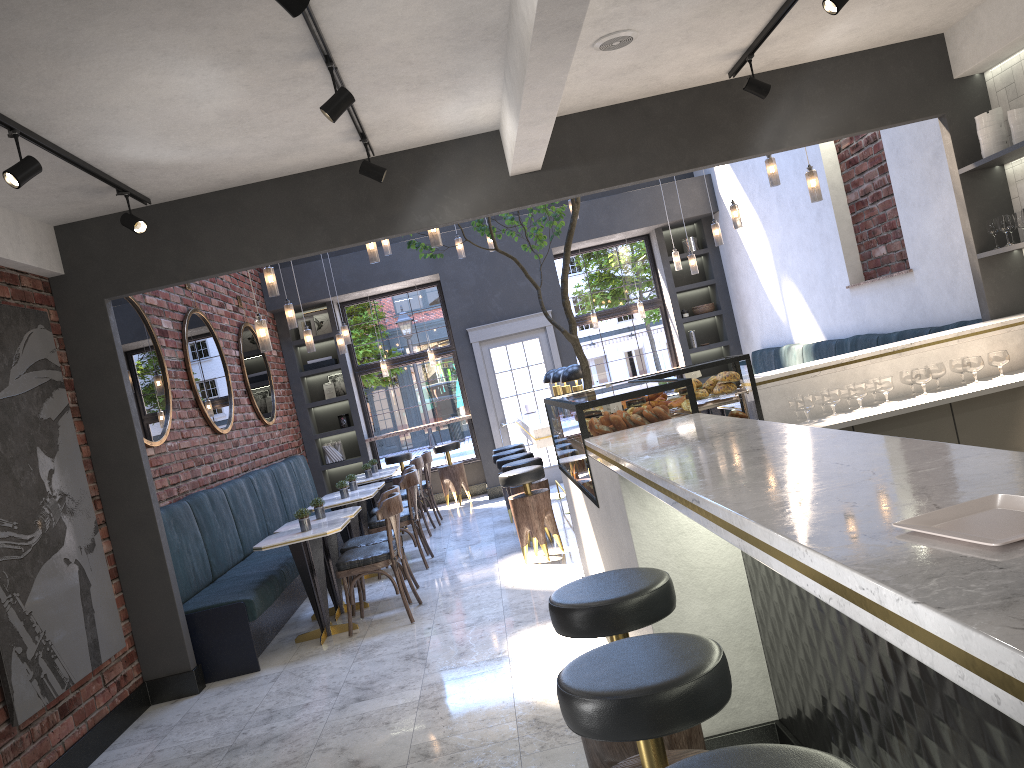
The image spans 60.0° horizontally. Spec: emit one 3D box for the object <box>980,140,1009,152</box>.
[{"bbox_3d":[2.959,-1.451,5.431,0.153,0.074,0.154,-13,0,1],"label":"object"}]

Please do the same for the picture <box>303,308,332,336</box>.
[{"bbox_3d":[-2.635,-0.820,12.108,0.361,0.369,0.055,-13,1,-2],"label":"picture"}]

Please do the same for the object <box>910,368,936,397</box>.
[{"bbox_3d":[2.312,-0.009,4.991,0.114,0.147,0.114,-13,1,2],"label":"object"}]

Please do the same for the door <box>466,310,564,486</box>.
[{"bbox_3d":[0.204,0.249,11.520,1.132,2.219,0.152,-13,1,-2],"label":"door"}]

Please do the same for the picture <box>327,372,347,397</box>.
[{"bbox_3d":[-2.376,0.018,12.133,0.247,0.326,0.044,-13,1,-2],"label":"picture"}]

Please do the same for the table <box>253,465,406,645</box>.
[{"bbox_3d":[0.489,0.956,8.376,4.599,0.751,4.830,-13,0,-2],"label":"table"}]

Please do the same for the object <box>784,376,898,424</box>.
[{"bbox_3d":[1.877,0.090,5.070,0.575,0.147,0.256,-13,0,-2],"label":"object"}]

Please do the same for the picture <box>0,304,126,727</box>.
[{"bbox_3d":[-2.467,0.562,3.821,0.033,2.028,2.821,-13,1,-2],"label":"picture"}]

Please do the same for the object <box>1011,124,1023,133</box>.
[{"bbox_3d":[3.023,-1.495,5.213,0.153,0.062,0.153,-13,0,27],"label":"object"}]

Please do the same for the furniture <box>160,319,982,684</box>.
[{"bbox_3d":[0.445,0.761,8.418,6.021,1.151,5.340,-13,0,-2],"label":"furniture"}]

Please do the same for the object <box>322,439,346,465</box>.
[{"bbox_3d":[-2.403,0.896,11.940,0.250,0.323,0.241,-13,1,-2],"label":"object"}]

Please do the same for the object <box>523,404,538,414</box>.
[{"bbox_3d":[0.193,0.273,9.827,0.176,0.098,0.204,-13,0,3],"label":"object"}]

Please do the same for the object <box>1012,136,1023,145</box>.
[{"bbox_3d":[3.034,-1.430,5.217,0.153,0.055,0.153,-13,1,-40],"label":"object"}]

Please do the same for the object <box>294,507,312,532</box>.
[{"bbox_3d":[-1.453,0.944,6.187,0.118,0.165,0.123,-13,1,-24],"label":"object"}]

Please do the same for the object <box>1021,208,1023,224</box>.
[{"bbox_3d":[3.042,-0.943,5.211,0.070,0.188,0.070,-13,1,-11],"label":"object"}]

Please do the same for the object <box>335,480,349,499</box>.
[{"bbox_3d":[-1.524,0.949,8.007,0.118,0.165,0.123,-13,1,-24],"label":"object"}]

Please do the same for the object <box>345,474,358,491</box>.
[{"bbox_3d":[-1.547,0.951,8.588,0.118,0.165,0.123,-13,1,-24],"label":"object"}]

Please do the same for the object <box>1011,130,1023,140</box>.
[{"bbox_3d":[3.029,-1.465,5.214,0.153,0.074,0.154,-13,0,1],"label":"object"}]

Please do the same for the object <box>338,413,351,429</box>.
[{"bbox_3d":[-2.254,0.499,11.929,0.152,0.181,0.152,-12,1,36],"label":"object"}]

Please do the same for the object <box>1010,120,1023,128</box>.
[{"bbox_3d":[3.013,-1.526,5.211,0.153,0.075,0.153,-13,1,-35],"label":"object"}]

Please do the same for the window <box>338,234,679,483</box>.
[{"bbox_3d":[-0.046,-1.734,6.116,6.405,5.365,12.709,-13,0,-2],"label":"window"}]

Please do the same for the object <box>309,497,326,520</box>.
[{"bbox_3d":[-1.476,0.946,6.768,0.118,0.165,0.123,-13,1,-24],"label":"object"}]

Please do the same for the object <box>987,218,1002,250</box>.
[{"bbox_3d":[3.028,-0.942,5.565,0.070,0.188,0.070,-13,1,-11],"label":"object"}]

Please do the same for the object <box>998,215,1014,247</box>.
[{"bbox_3d":[3.033,-0.942,5.447,0.070,0.188,0.070,-13,1,-11],"label":"object"}]

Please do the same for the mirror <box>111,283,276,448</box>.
[{"bbox_3d":[-2.837,-0.272,8.235,0.036,1.510,4.773,-13,0,-2],"label":"mirror"}]

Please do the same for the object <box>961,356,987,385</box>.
[{"bbox_3d":[2.607,-0.076,5.002,0.114,0.147,0.114,-13,1,2],"label":"object"}]

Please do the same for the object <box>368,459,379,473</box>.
[{"bbox_3d":[-1.617,0.955,10.366,0.118,0.165,0.123,-13,1,-24],"label":"object"}]

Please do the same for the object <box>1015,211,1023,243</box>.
[{"bbox_3d":[3.140,-0.967,5.451,0.070,0.188,0.070,-13,1,-11],"label":"object"}]

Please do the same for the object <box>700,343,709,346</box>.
[{"bbox_3d":[2.623,-0.532,12.058,0.130,0.026,0.130,-13,0,-19],"label":"object"}]

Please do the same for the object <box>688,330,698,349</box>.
[{"bbox_3d":[2.465,-0.610,12.078,0.098,0.248,0.098,-12,1,37],"label":"object"}]

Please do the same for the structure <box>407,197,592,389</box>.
[{"bbox_3d":[0.208,-1.656,7.483,3.748,5.989,2.803,-12,1,41],"label":"structure"}]

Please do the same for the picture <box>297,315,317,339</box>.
[{"bbox_3d":[-2.789,-0.759,12.068,0.230,0.313,0.061,-13,1,-2],"label":"picture"}]

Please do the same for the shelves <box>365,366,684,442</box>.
[{"bbox_3d":[0.188,0.269,12.050,4.402,0.043,0.384,-13,0,-2],"label":"shelves"}]

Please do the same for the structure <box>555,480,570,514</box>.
[{"bbox_3d":[0.784,1.166,8.500,0.496,0.210,3.498,-13,0,-2],"label":"structure"}]

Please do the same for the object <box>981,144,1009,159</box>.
[{"bbox_3d":[2.965,-1.415,5.434,0.153,0.055,0.153,-13,1,-40],"label":"object"}]

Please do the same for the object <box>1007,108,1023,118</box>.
[{"bbox_3d":[2.998,-1.589,5.206,0.154,0.076,0.153,-13,0,19],"label":"object"}]

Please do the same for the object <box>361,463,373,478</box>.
[{"bbox_3d":[-1.594,0.954,9.785,0.118,0.165,0.123,-13,1,-24],"label":"object"}]

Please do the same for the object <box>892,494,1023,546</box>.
[{"bbox_3d":[0.617,0.131,1.078,0.175,0.097,0.301,-13,0,-11],"label":"object"}]

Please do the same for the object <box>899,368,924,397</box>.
[{"bbox_3d":[2.307,-0.009,5.122,0.114,0.147,0.114,-13,1,2],"label":"object"}]

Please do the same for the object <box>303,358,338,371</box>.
[{"bbox_3d":[-2.567,-0.255,11.919,0.412,0.084,0.286,-13,0,-2],"label":"object"}]

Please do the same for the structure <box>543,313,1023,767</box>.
[{"bbox_3d":[2.015,0.362,2.727,3.205,1.300,5.805,-13,0,-2],"label":"structure"}]

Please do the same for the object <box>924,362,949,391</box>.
[{"bbox_3d":[2.454,-0.042,5.128,0.114,0.147,0.114,-13,1,2],"label":"object"}]

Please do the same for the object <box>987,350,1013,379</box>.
[{"bbox_3d":[2.754,-0.110,5.008,0.114,0.147,0.114,-13,1,2],"label":"object"}]

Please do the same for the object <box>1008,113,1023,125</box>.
[{"bbox_3d":[3.005,-1.554,5.210,0.153,0.060,0.153,-13,0,-20],"label":"object"}]

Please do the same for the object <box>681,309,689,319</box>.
[{"bbox_3d":[2.360,-0.959,12.117,0.116,0.119,0.117,-13,1,-26],"label":"object"}]

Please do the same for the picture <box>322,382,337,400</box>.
[{"bbox_3d":[-2.489,0.095,12.104,0.161,0.227,0.049,-13,1,-2],"label":"picture"}]

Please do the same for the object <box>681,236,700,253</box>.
[{"bbox_3d":[2.449,-1.900,12.152,0.214,0.215,0.213,-13,1,7],"label":"object"}]

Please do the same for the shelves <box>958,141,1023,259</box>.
[{"bbox_3d":[3.122,-1.118,3.859,0.300,0.580,3.600,-13,0,-2],"label":"shelves"}]

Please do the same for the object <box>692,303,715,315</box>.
[{"bbox_3d":[2.628,-1.022,12.151,0.305,0.123,0.304,-13,0,19],"label":"object"}]

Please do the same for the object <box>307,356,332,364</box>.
[{"bbox_3d":[-2.586,-0.314,11.929,0.327,0.039,0.227,-13,0,-12],"label":"object"}]

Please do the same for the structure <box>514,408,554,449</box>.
[{"bbox_3d":[0.691,0.756,8.494,0.990,1.050,3.490,-13,0,-2],"label":"structure"}]

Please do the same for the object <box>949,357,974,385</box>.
[{"bbox_3d":[2.601,-0.076,5.134,0.114,0.147,0.114,-13,1,2],"label":"object"}]

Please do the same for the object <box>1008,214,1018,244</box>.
[{"bbox_3d":[3.135,-0.966,5.569,0.070,0.188,0.070,-13,1,-11],"label":"object"}]
